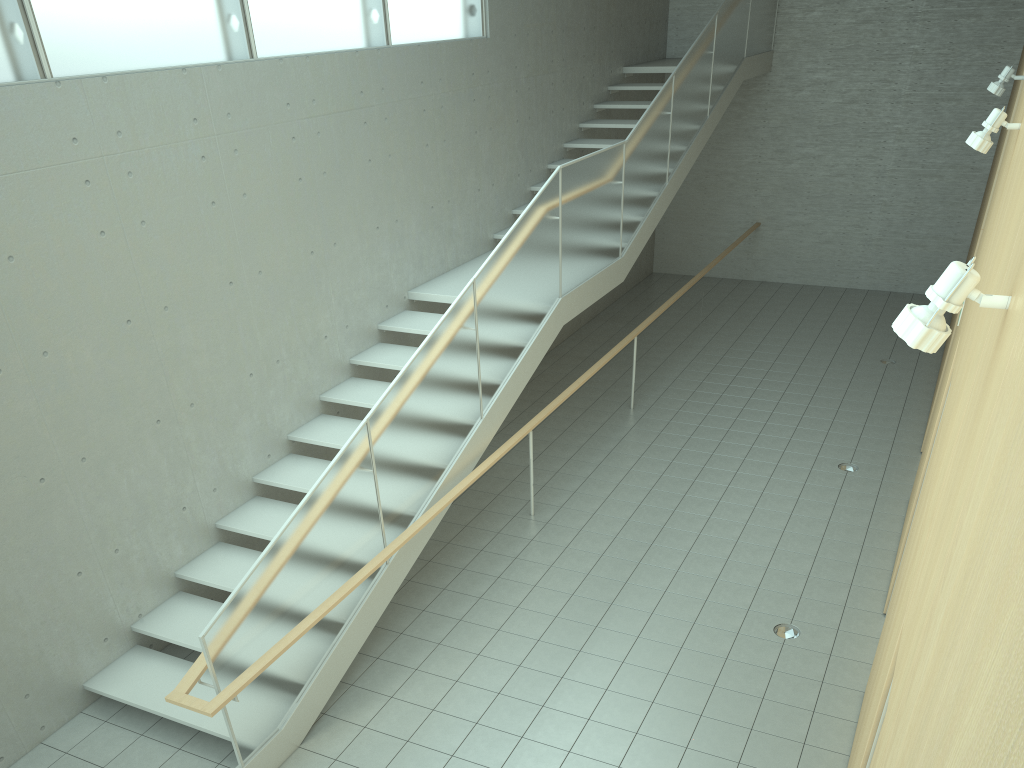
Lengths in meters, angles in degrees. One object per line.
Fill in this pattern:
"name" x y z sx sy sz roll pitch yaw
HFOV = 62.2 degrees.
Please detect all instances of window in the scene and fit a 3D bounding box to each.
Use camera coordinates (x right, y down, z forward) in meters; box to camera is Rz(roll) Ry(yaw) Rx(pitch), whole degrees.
"window" -3.064 -2.585 2.858 0.029 3.196 13.973 15 29 25

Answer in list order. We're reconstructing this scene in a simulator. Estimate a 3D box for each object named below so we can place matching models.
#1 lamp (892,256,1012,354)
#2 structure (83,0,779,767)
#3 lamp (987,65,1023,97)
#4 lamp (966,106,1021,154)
"lamp" 0.971 -0.175 1.872 0.232 0.225 0.122 1 30 6
"structure" 0.296 -1.511 8.549 1.836 4.885 11.260 14 30 25
"lamp" 3.598 -2.210 6.188 0.232 0.225 0.122 1 30 6
"lamp" 2.328 -1.226 4.103 0.232 0.225 0.122 1 30 6
